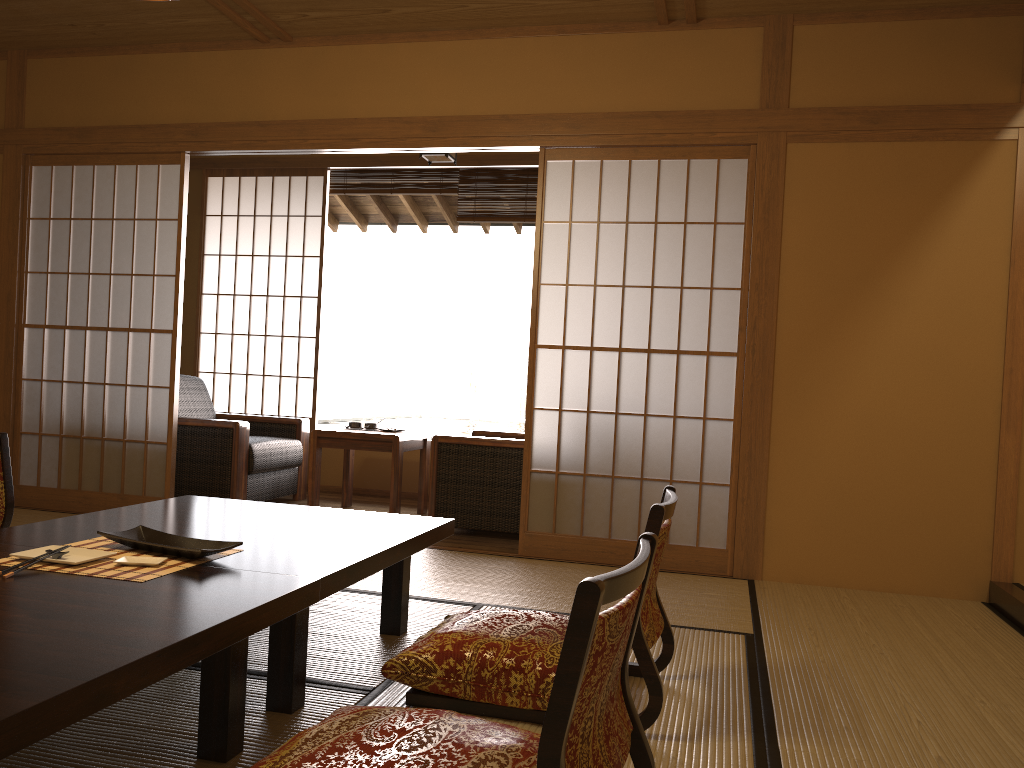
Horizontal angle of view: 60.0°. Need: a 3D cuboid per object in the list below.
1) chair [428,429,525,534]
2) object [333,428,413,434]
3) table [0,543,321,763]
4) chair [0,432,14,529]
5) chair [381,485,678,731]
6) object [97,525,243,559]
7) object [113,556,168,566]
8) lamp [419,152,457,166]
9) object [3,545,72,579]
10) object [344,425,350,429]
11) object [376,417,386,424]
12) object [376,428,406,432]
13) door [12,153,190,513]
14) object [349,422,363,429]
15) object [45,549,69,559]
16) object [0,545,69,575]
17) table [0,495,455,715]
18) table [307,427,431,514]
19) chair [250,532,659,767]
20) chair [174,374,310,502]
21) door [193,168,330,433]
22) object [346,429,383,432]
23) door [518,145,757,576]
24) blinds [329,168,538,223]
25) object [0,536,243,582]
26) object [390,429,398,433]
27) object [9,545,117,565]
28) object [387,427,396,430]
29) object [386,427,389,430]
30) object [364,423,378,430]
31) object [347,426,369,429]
[{"bbox_3d":[0.092,0.437,4.996,0.943,0.779,0.872,3,0,14],"label":"chair"},{"bbox_3d":[-0.821,0.276,5.256,0.401,0.003,0.300,3,0,14],"label":"object"},{"bbox_3d":[-1.031,0.575,1.591,0.994,0.357,0.995,3,0,14],"label":"table"},{"bbox_3d":[-1.611,0.454,2.825,0.686,0.546,0.582,3,0,18],"label":"chair"},{"bbox_3d":[0.079,0.540,2.354,0.699,0.546,0.582,3,0,13],"label":"chair"},{"bbox_3d":[-0.828,0.387,2.140,0.349,0.039,0.129,3,0,27],"label":"object"},{"bbox_3d":[-0.836,0.402,1.996,0.099,0.013,0.067,3,0,-3],"label":"object"},{"bbox_3d":[-0.409,-1.616,5.101,0.330,0.682,0.330,3,1,14],"label":"lamp"},{"bbox_3d":[-1.023,0.383,1.919,0.006,0.030,0.229,3,0,5],"label":"object"},{"bbox_3d":[-0.981,0.257,5.280,0.015,0.018,0.050,3,0,-34],"label":"object"},{"bbox_3d":[-0.823,0.233,5.357,0.117,0.068,0.038,3,1,-21],"label":"object"},{"bbox_3d":[-0.721,0.272,5.251,0.131,0.015,0.181,3,0,-31],"label":"object"},{"bbox_3d":[-2.235,-0.269,4.788,0.992,1.934,0.040,3,1,14],"label":"door"},{"bbox_3d":[-0.946,0.250,5.369,0.084,0.037,0.084,3,0,42],"label":"object"},{"bbox_3d":[-1.021,0.383,1.990,0.050,0.018,0.015,3,0,11],"label":"object"},{"bbox_3d":[-1.040,0.382,1.919,0.006,0.030,0.229,3,0,11],"label":"object"},{"bbox_3d":[-0.797,0.590,2.558,0.994,0.357,0.995,3,0,14],"label":"table"},{"bbox_3d":[-0.835,0.526,5.260,0.540,0.500,0.540,3,0,14],"label":"table"},{"bbox_3d":[-0.119,0.527,1.524,0.686,0.546,0.582,3,0,18],"label":"chair"},{"bbox_3d":[-1.845,0.338,5.466,0.943,0.779,0.872,3,0,14],"label":"chair"},{"bbox_3d":[-1.824,-0.613,6.400,0.992,1.874,0.040,3,1,14],"label":"door"},{"bbox_3d":[-0.866,0.269,5.178,0.230,0.007,0.006,3,0,9],"label":"object"},{"bbox_3d":[0.566,-0.126,4.108,0.992,1.934,0.040,3,1,14],"label":"door"},{"bbox_3d":[-0.364,-1.411,6.102,1.931,0.595,0.048,3,1,14],"label":"blinds"},{"bbox_3d":[-0.912,0.403,2.075,0.401,0.003,0.398,3,0,14],"label":"object"},{"bbox_3d":[-0.681,0.272,5.140,0.050,0.018,0.015,3,0,0],"label":"object"},{"bbox_3d":[-1.012,0.389,2.002,0.180,0.014,0.130,3,0,16],"label":"object"},{"bbox_3d":[-0.717,0.262,5.255,0.006,0.007,0.230,3,0,-21],"label":"object"},{"bbox_3d":[-0.736,0.261,5.241,0.006,0.007,0.230,3,0,-12],"label":"object"},{"bbox_3d":[-0.848,0.255,5.348,0.084,0.037,0.084,3,0,5],"label":"object"},{"bbox_3d":[-0.910,0.257,5.246,0.130,0.026,0.038,3,0,-2],"label":"object"}]
